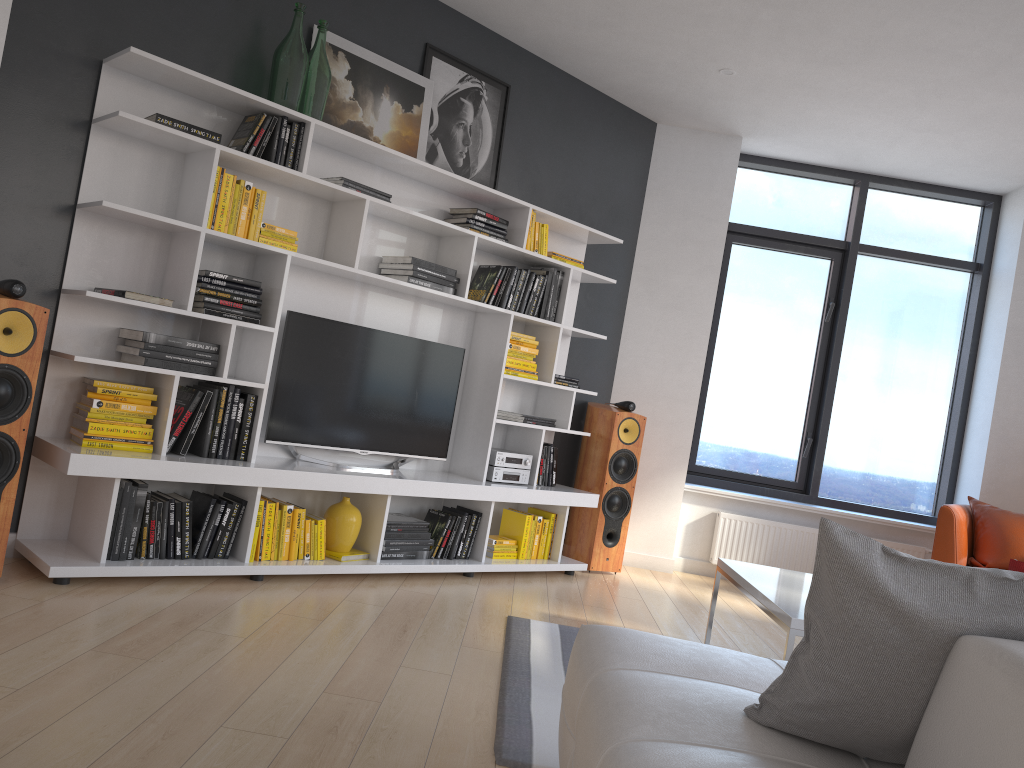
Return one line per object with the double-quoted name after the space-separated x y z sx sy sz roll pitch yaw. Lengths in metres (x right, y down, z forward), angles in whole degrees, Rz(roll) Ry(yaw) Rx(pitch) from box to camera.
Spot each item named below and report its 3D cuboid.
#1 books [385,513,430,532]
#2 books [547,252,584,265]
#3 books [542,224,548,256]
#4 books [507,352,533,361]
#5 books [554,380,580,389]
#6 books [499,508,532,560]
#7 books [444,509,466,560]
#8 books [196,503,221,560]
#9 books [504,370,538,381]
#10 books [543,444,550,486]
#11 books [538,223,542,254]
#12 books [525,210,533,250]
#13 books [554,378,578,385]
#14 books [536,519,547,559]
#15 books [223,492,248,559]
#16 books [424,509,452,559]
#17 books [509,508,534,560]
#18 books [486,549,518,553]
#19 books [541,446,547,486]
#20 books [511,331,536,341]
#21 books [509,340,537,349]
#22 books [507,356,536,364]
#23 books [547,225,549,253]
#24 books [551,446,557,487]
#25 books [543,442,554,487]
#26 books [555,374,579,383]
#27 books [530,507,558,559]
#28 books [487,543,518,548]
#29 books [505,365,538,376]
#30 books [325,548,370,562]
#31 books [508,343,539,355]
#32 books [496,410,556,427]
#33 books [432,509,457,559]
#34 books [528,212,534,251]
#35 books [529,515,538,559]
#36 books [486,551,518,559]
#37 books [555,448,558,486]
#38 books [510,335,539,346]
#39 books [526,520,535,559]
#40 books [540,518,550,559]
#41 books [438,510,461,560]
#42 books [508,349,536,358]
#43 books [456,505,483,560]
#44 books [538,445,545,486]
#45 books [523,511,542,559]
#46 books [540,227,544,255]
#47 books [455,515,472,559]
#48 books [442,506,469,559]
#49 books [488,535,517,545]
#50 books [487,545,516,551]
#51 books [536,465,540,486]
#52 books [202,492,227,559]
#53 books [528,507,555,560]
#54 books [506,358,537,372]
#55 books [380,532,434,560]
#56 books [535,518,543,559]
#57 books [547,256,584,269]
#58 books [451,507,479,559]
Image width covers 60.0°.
-0.621 0.714 4.593 0.250 0.047 0.310 9 -2 42 "books"
0.265 -0.744 5.273 0.257 0.024 0.203 11 -2 -40 "books"
0.144 -0.822 5.080 0.064 0.184 0.141 11 -2 -43 "books"
-0.006 -0.164 5.120 0.217 0.023 0.145 11 -1 -39 "books"
0.281 -0.002 5.343 0.213 0.023 0.161 11 -2 -40 "books"
0.011 0.867 5.138 0.044 0.255 0.198 11 -2 -43 "books"
-0.341 0.809 4.768 0.069 0.242 0.172 11 -2 -43 "books"
-1.337 0.619 3.819 0.069 0.242 0.172 11 -2 -43 "books"
-0.009 -0.058 5.122 0.257 0.028 0.194 11 -1 -38 "books"
0.155 0.477 5.303 0.050 0.242 0.169 11 -2 -44 "books"
0.115 -0.824 5.049 0.044 0.178 0.128 11 -2 -44 "books"
0.044 -0.863 4.979 0.041 0.229 0.161 11 -2 -45 "books"
0.281 -0.021 5.345 0.142 0.015 0.198 9 -2 45 "books"
0.119 0.899 5.239 0.024 0.234 0.172 11 -2 -43 "books"
-1.265 0.623 3.921 0.066 0.260 0.197 11 -2 -43 "books"
-0.427 0.796 4.715 0.104 0.234 0.182 11 -2 -43 "books"
0.031 0.869 5.161 0.015 0.263 0.199 11 -2 -43 "books"
-0.086 0.939 5.051 0.196 0.011 0.148 11 -2 -43 "books"
0.133 0.477 5.293 0.049 0.236 0.170 11 -2 -43 "books"
0.000 -0.285 5.159 0.223 0.023 0.163 11 -1 -39 "books"
0.007 -0.237 5.145 0.227 0.022 0.160 10 -1 -28 "books"
-0.016 -0.148 5.141 0.251 0.014 0.189 11 -2 -40 "books"
0.155 -0.820 5.102 0.044 0.184 0.142 11 -2 -43 "books"
0.194 0.485 5.346 0.066 0.242 0.177 11 -2 -44 "books"
0.169 0.475 5.331 0.066 0.255 0.193 11 -2 -44 "books"
0.276 -0.041 5.358 0.213 0.023 0.161 11 -2 -40 "books"
0.168 0.890 5.308 0.025 0.270 0.213 11 -2 -43 "books"
-0.078 0.911 5.049 0.187 0.014 0.134 11 -2 -43 "books"
-0.012 -0.085 5.127 0.257 0.024 0.203 11 -2 -40 "books"
-0.864 0.816 4.328 0.270 0.029 0.204 9 -1 32 "books"
0.008 -0.208 5.148 0.239 0.033 0.176 11 -2 -40 "books"
0.072 0.203 5.239 0.250 0.047 0.310 9 -2 42 "books"
-0.406 0.801 4.742 0.096 0.234 0.187 11 -2 -43 "books"
0.047 -0.860 5.008 0.163 0.224 0.041 9 -2 45 "books"
0.061 0.879 5.186 0.019 0.251 0.180 11 -2 -43 "books"
-0.088 0.962 5.047 0.190 0.033 0.147 11 -2 -43 "books"
0.196 0.490 5.392 0.077 0.233 0.179 11 -2 -43 "books"
0.019 -0.258 5.149 0.223 0.023 0.163 11 -1 -39 "books"
0.056 0.891 5.158 0.024 0.229 0.156 11 -2 -44 "books"
0.135 0.902 5.259 0.024 0.234 0.172 11 -2 -43 "books"
-0.375 0.806 4.753 0.081 0.233 0.169 11 -2 -44 "books"
-0.005 -0.184 5.141 0.239 0.019 0.171 11 -2 -43 "books"
-0.270 0.813 4.870 0.066 0.260 0.197 11 -2 -43 "books"
0.112 0.472 5.281 0.053 0.240 0.189 11 -2 -43 "books"
0.081 0.883 5.203 0.035 0.250 0.185 11 -2 -43 "books"
0.135 -0.811 5.053 0.046 0.161 0.108 11 -2 -45 "books"
-0.319 0.813 4.817 0.179 0.243 0.068 9 -2 45 "books"
-0.341 0.802 4.803 0.075 0.254 0.192 11 -2 -44 "books"
-0.086 0.889 5.056 0.186 0.026 0.138 11 -2 -44 "books"
-0.075 0.927 5.033 0.169 0.018 0.113 11 -2 -42 "books"
0.089 0.452 5.262 0.053 0.268 0.202 11 -2 -44 "books"
-1.335 0.612 3.854 0.075 0.254 0.192 11 -2 -44 "books"
0.155 0.888 5.284 0.029 0.270 0.204 11 -2 -43 "books"
-0.009 -0.118 5.132 0.243 0.042 0.189 11 -2 -43 "books"
-0.617 0.808 4.579 0.277 0.137 0.343 9 -2 42 "books"
0.100 0.893 5.225 0.023 0.239 0.169 11 -2 -43 "books"
0.269 -0.717 5.268 0.257 0.028 0.194 11 -1 -38 "books"
-0.294 0.813 4.846 0.084 0.249 0.191 11 -2 -43 "books"
